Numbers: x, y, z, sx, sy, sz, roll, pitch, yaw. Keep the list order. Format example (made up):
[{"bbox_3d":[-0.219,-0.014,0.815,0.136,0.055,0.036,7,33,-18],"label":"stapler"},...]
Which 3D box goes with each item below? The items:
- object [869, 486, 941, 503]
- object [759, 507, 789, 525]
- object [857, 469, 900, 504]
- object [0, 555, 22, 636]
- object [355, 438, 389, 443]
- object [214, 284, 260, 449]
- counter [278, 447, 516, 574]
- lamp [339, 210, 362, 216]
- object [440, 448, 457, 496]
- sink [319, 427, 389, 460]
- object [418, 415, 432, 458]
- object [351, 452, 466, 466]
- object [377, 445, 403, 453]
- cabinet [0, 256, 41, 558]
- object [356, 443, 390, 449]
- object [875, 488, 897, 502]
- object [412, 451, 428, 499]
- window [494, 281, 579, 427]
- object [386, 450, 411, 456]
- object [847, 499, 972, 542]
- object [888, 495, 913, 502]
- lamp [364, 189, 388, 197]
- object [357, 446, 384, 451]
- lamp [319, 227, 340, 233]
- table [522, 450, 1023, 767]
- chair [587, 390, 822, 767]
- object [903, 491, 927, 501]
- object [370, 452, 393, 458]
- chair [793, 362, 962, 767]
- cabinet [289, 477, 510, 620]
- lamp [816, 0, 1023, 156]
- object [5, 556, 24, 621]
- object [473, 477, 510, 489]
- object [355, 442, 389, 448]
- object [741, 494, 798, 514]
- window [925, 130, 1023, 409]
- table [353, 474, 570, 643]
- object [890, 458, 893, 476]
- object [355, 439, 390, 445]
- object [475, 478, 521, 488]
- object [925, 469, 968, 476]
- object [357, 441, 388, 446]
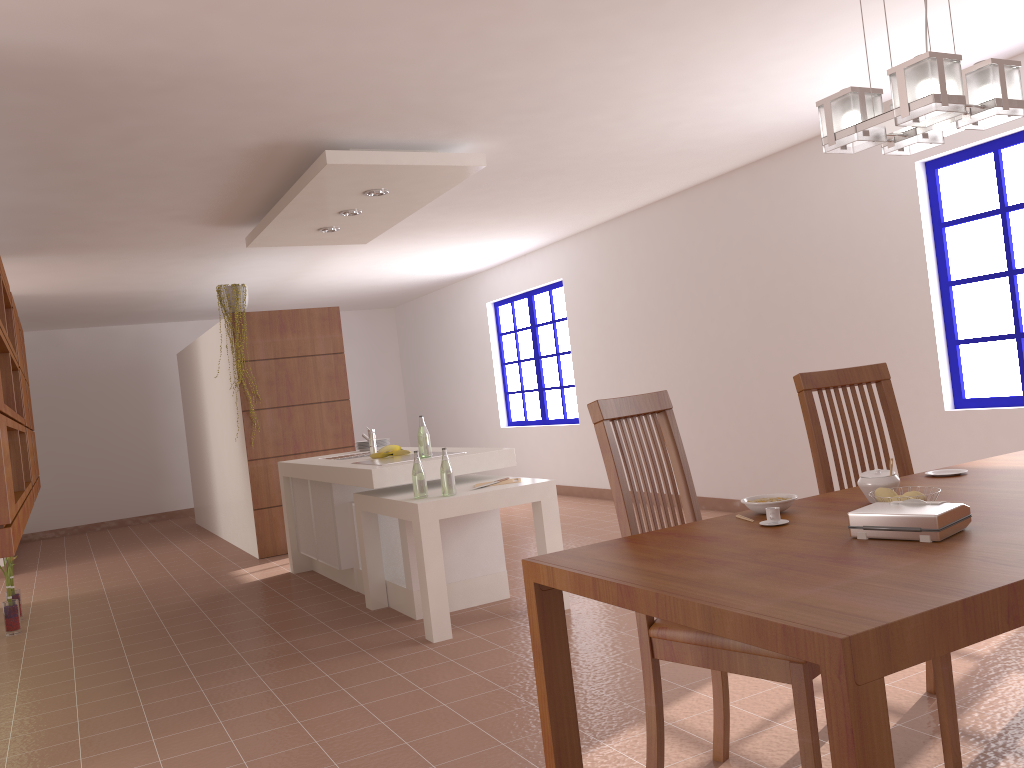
[{"bbox_3d":[0.890,0.264,2.007,0.151,0.041,0.151,-7,0,23],"label":"object"},{"bbox_3d":[0.595,0.301,2.019,0.065,0.037,0.065,-7,0,-14],"label":"object"},{"bbox_3d":[0.889,0.247,2.147,0.096,0.079,0.096,-6,-1,-32],"label":"object"},{"bbox_3d":[-3.050,1.244,5.373,0.087,0.546,0.296,-7,0,-12],"label":"object"},{"bbox_3d":[-1.032,0.424,6.545,0.228,0.020,0.228,-7,-1,44],"label":"object"},{"bbox_3d":[-2.212,-0.139,7.192,0.279,1.344,0.297,-7,0,22],"label":"object"},{"bbox_3d":[-0.793,0.854,5.629,0.821,0.800,2.156,-6,-1,-27],"label":"counter"},{"bbox_3d":[-1.029,-1.107,5.641,0.143,0.059,0.143,-7,0,1],"label":"lamp"},{"bbox_3d":[-0.314,0.422,4.271,0.071,0.230,0.071,-7,-1,44],"label":"object"},{"bbox_3d":[-1.034,0.477,6.005,0.404,0.368,0.668,-6,-1,-27],"label":"sink"},{"bbox_3d":[-0.486,0.288,4.878,0.071,0.230,0.071,-7,-1,44],"label":"object"},{"bbox_3d":[-0.596,0.421,5.046,0.493,0.006,0.551,-6,-1,-27],"label":"object"},{"bbox_3d":[-0.733,0.398,5.422,0.047,0.055,0.207,-7,-1,39],"label":"object"},{"bbox_3d":[-2.935,0.089,4.526,0.754,1.200,4.718,-6,-1,-27],"label":"cabinet"},{"bbox_3d":[-1.027,0.465,6.544,0.228,0.020,0.228,-7,-1,44],"label":"object"},{"bbox_3d":[0.865,0.260,2.043,0.055,0.044,0.048,-7,-1,42],"label":"object"},{"bbox_3d":[-0.454,0.439,4.309,0.071,0.230,0.071,-7,-1,44],"label":"object"},{"bbox_3d":[0.275,-0.275,9.420,0.035,1.430,1.699,-6,-1,-27],"label":"window"},{"bbox_3d":[-0.703,0.422,5.410,0.207,0.033,0.060,-7,0,18],"label":"object"},{"bbox_3d":[0.800,0.263,1.771,0.195,0.062,0.176,-6,-1,-42],"label":"object"},{"bbox_3d":[0.874,0.264,1.984,0.061,0.032,0.048,-7,-1,32],"label":"object"},{"bbox_3d":[-0.798,-1.138,5.192,0.143,0.059,0.143,-6,-1,-44],"label":"lamp"},{"bbox_3d":[-1.026,0.475,6.544,0.228,0.020,0.228,-7,-1,44],"label":"object"},{"bbox_3d":[-1.256,-1.077,6.085,0.143,0.059,0.143,-7,0,1],"label":"lamp"},{"bbox_3d":[1.063,0.637,1.968,1.800,0.740,0.900,-6,-1,-27],"label":"table"},{"bbox_3d":[0.568,0.535,2.259,0.574,1.063,0.444,-7,-1,43],"label":"chair"},{"bbox_3d":[0.912,0.260,2.017,0.048,0.033,0.060,-6,-1,-28],"label":"object"},{"bbox_3d":[-0.807,0.434,5.386,0.207,0.033,0.060,-7,-1,43],"label":"object"},{"bbox_3d":[1.184,0.466,2.578,0.444,1.063,0.574,-7,0,-17],"label":"chair"},{"bbox_3d":[-0.758,0.900,5.581,0.737,0.700,2.048,-6,-1,-27],"label":"cabinet"},{"bbox_3d":[0.875,-1.020,2.016,0.304,0.919,0.304,-6,-1,-27],"label":"lamp"},{"bbox_3d":[-3.255,1.271,5.768,0.087,0.546,0.296,-6,-1,-27],"label":"object"},{"bbox_3d":[-0.104,0.507,4.526,0.041,0.008,0.375,-7,-1,29],"label":"object"},{"bbox_3d":[-1.028,0.455,6.544,0.228,0.020,0.228,-7,-1,44],"label":"object"},{"bbox_3d":[0.634,0.299,2.181,0.136,0.036,0.136,-7,0,21],"label":"object"},{"bbox_3d":[2.862,-0.619,4.355,0.035,1.430,1.699,-6,-1,-27],"label":"window"},{"bbox_3d":[-0.300,0.866,4.694,0.737,0.647,1.003,-6,-1,-27],"label":"table"},{"bbox_3d":[0.905,0.214,2.115,0.010,0.075,0.015,-6,-1,-27],"label":"object"},{"bbox_3d":[-1.031,0.434,6.545,0.228,0.020,0.228,-7,-1,44],"label":"object"},{"bbox_3d":[-0.072,0.510,4.573,0.266,0.006,0.168,-7,0,-11],"label":"object"},{"bbox_3d":[1.207,0.248,2.466,0.108,0.008,0.108,-7,-1,28],"label":"object"},{"bbox_3d":[-1.029,0.445,6.544,0.228,0.020,0.228,-7,-1,44],"label":"object"}]
